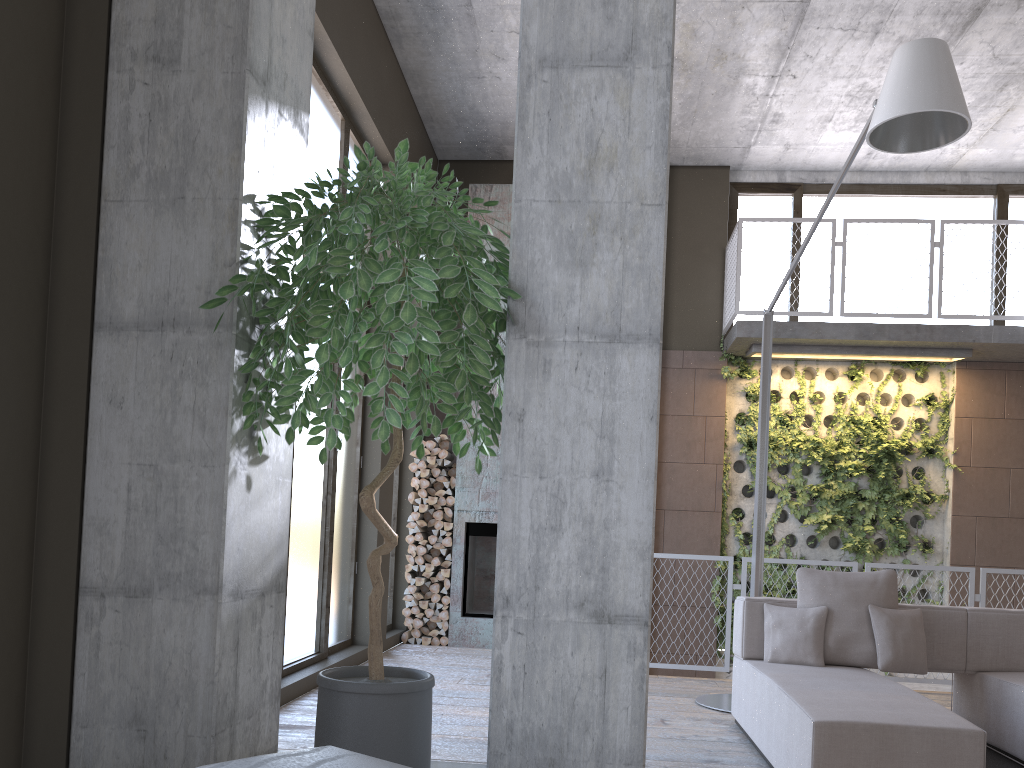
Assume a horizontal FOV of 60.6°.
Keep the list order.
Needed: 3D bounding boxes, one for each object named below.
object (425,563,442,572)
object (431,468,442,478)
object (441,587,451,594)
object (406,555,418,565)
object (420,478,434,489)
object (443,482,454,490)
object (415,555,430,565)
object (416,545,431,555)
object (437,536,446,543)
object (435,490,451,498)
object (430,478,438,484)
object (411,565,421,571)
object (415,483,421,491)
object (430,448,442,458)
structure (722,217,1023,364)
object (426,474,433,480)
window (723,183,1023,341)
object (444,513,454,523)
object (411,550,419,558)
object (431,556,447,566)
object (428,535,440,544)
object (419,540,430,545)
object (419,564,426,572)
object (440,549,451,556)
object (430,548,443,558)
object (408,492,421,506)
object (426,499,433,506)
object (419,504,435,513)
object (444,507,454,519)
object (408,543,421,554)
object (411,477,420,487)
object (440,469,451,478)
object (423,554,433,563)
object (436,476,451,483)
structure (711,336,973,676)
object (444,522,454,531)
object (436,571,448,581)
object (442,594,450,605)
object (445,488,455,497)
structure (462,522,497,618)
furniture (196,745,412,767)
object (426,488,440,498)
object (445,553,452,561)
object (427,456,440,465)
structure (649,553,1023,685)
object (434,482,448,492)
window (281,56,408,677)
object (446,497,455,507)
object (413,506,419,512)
[{"bbox_3d":[-0.782,1.832,8.767,0.093,0.082,0.486,2,-10,5],"label":"object"},{"bbox_3d":[-0.730,0.904,8.772,0.091,0.088,0.462,2,-10,4],"label":"object"},{"bbox_3d":[-0.648,2.050,8.753,0.071,0.072,0.429,2,-10,5],"label":"object"},{"bbox_3d":[-0.984,1.756,8.753,0.088,0.107,0.370,2,-9,5],"label":"object"},{"bbox_3d":[-0.841,0.997,8.729,0.098,0.105,0.298,2,-9,6],"label":"object"},{"bbox_3d":[-0.633,1.031,8.774,0.066,0.084,0.431,2,-10,3],"label":"object"},{"bbox_3d":[-0.890,1.761,8.787,0.092,0.092,0.443,2,-10,5],"label":"object"},{"bbox_3d":[-0.870,1.650,8.713,0.098,0.105,0.298,2,-9,6],"label":"object"},{"bbox_3d":[-0.686,1.554,8.779,0.067,0.070,0.429,2,-10,5],"label":"object"},{"bbox_3d":[-0.681,1.113,8.802,0.115,0.078,0.441,2,-10,5],"label":"object"},{"bbox_3d":[-0.768,0.973,8.780,0.064,0.073,0.364,2,-10,4],"label":"object"},{"bbox_3d":[-0.938,1.836,8.783,0.067,0.066,0.429,2,-10,5],"label":"object"},{"bbox_3d":[-0.922,1.027,8.696,0.045,0.072,0.255,2,-9,5],"label":"object"},{"bbox_3d":[-0.729,0.695,8.730,0.104,0.083,0.368,2,-10,5],"label":"object"},{"bbox_3d":[3.883,0.532,7.842,3.682,4.278,3.068,2,-4,6],"label":"structure"},{"bbox_3d":[-0.829,0.928,8.761,0.089,0.056,0.337,2,-10,5],"label":"object"},{"bbox_3d":[4.064,-1.234,9.278,3.564,1.738,0.110,2,-1,5],"label":"window"},{"bbox_3d":[-0.628,1.347,8.801,0.101,0.085,0.368,2,-9,5],"label":"object"},{"bbox_3d":[-0.951,1.679,8.680,0.045,0.072,0.255,2,-9,5],"label":"object"},{"bbox_3d":[-0.715,1.766,8.744,0.091,0.088,0.462,2,-10,6],"label":"object"},{"bbox_3d":[-0.759,1.557,8.756,0.091,0.088,0.462,2,-10,4],"label":"object"},{"bbox_3d":[-0.858,1.580,8.745,0.089,0.056,0.337,2,-10,5],"label":"object"},{"bbox_3d":[-0.857,1.840,8.776,0.067,0.066,0.429,2,-10,5],"label":"object"},{"bbox_3d":[-0.662,1.683,8.758,0.066,0.084,0.431,2,-10,3],"label":"object"},{"bbox_3d":[-0.746,1.702,8.836,0.104,0.101,0.296,2,-9,5],"label":"object"},{"bbox_3d":[-0.975,1.147,8.769,0.064,0.123,0.369,2,-9,4],"label":"object"},{"bbox_3d":[-0.770,1.182,8.766,0.115,0.078,0.441,2,-10,5],"label":"object"},{"bbox_3d":[-0.842,1.248,8.746,0.093,0.082,0.486,2,-10,5],"label":"object"},{"bbox_3d":[-0.610,1.289,8.732,0.088,0.107,0.370,2,-9,5],"label":"object"},{"bbox_3d":[-0.960,1.645,8.767,0.101,0.101,0.297,2,-9,7],"label":"object"},{"bbox_3d":[-0.930,0.993,8.783,0.101,0.101,0.297,2,-9,7],"label":"object"},{"bbox_3d":[-0.657,0.901,8.795,0.067,0.070,0.429,2,-10,5],"label":"object"},{"bbox_3d":[-0.810,1.752,8.807,0.101,0.085,0.368,2,-9,5],"label":"object"},{"bbox_3d":[-0.667,0.962,8.767,0.122,0.067,0.369,2,-10,7],"label":"object"},{"bbox_3d":[3.374,1.281,8.997,2.626,3.790,1.012,2,-2,5],"label":"structure"},{"bbox_3d":[-0.600,1.427,8.761,0.093,0.082,0.486,2,-10,5],"label":"object"},{"bbox_3d":[-0.679,1.912,8.774,0.091,0.088,0.462,2,-10,5],"label":"object"},{"bbox_3d":[-0.624,2.147,8.758,0.091,0.091,0.443,2,-10,5],"label":"object"},{"bbox_3d":[-0.605,1.088,8.777,0.071,0.072,0.429,2,-10,5],"label":"object"},{"bbox_3d":[-0.178,1.828,8.592,0.576,0.920,0.057,2,-1,5],"label":"structure"},{"bbox_3d":[-0.434,1.038,1.158,1.634,0.803,1.813,-5,-11,42],"label":"furniture"},{"bbox_3d":[-0.781,1.100,8.822,0.101,0.085,0.368,2,-9,5],"label":"object"},{"bbox_3d":[-0.609,1.716,8.752,0.066,0.084,0.431,2,-10,3],"label":"object"},{"bbox_3d":[-0.766,0.786,8.766,0.093,0.082,0.486,2,-10,5],"label":"object"},{"bbox_3d":[2.418,2.054,8.018,4.424,0.925,1.954,2,-8,5],"label":"structure"},{"bbox_3d":[-0.717,1.050,8.852,0.104,0.101,0.296,2,-9,5],"label":"object"},{"bbox_3d":[-1.522,-0.407,4.334,0.209,4.115,9.338,2,-8,4],"label":"window"},{"bbox_3d":[-0.586,1.178,8.745,0.101,0.101,0.297,2,-9,7],"label":"object"},{"bbox_3d":[-0.918,1.256,8.755,0.067,0.066,0.429,2,-10,5],"label":"object"}]
